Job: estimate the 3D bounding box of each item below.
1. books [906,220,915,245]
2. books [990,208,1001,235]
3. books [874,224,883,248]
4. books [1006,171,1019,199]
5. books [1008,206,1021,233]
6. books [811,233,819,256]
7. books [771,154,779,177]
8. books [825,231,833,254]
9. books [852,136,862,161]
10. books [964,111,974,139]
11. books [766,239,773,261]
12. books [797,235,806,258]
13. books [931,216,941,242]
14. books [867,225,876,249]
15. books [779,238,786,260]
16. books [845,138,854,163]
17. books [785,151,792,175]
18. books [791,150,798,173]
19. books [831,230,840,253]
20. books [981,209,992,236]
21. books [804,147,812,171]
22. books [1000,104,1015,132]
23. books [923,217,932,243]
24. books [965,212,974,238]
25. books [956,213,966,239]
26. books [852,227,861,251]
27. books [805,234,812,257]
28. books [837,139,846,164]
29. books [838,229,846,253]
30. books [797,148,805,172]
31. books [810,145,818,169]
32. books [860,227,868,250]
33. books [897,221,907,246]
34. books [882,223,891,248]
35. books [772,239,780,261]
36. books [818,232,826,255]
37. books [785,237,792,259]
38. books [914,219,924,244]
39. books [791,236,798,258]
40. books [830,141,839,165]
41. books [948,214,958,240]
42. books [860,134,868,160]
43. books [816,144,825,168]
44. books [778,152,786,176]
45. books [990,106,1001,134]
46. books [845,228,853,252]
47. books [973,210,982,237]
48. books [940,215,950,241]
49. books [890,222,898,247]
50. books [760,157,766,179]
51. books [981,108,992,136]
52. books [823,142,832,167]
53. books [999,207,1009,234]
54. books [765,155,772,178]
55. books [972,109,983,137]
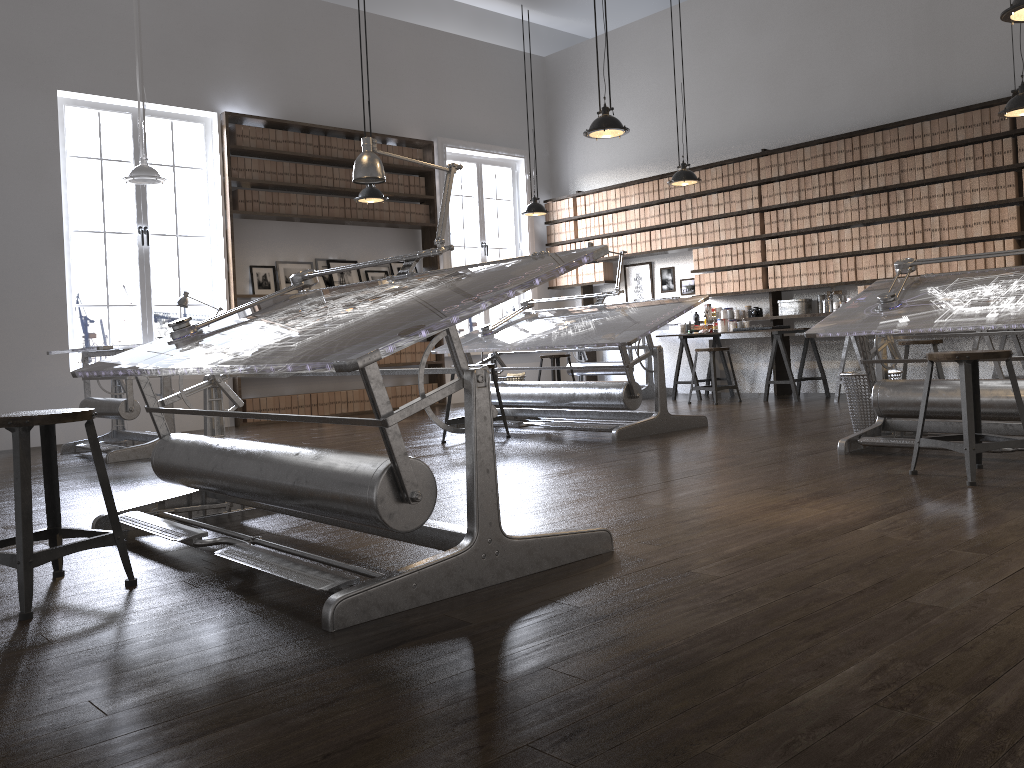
[{"bbox_3d":[3.558,-1.330,7.829,0.175,0.225,0.066,-3,0,-42],"label":"books"},{"bbox_3d":[4.021,-1.331,7.311,0.175,0.226,0.066,-3,0,-42],"label":"books"},{"bbox_3d":[3.366,-1.330,8.038,0.174,0.226,0.066,-3,0,-42],"label":"books"},{"bbox_3d":[4.095,-1.608,7.215,0.175,0.226,0.066,-3,0,-42],"label":"books"},{"bbox_3d":[4.107,-1.331,7.207,0.175,0.226,0.067,-3,0,-42],"label":"books"},{"bbox_3d":[2.950,-1.329,8.499,0.174,0.226,0.066,-3,0,-42],"label":"books"},{"bbox_3d":[2.654,-2.157,8.787,0.175,0.226,0.066,-3,0,-42],"label":"books"},{"bbox_3d":[3.048,-1.329,8.397,0.175,0.226,0.066,-3,0,-42],"label":"books"},{"bbox_3d":[3.215,-2.158,8.163,0.175,0.226,0.067,-3,0,-42],"label":"books"},{"bbox_3d":[3.871,-2.159,7.437,0.175,0.225,0.066,-3,0,-42],"label":"books"},{"bbox_3d":[2.622,-1.329,8.868,0.174,0.226,0.066,-3,0,-42],"label":"books"},{"bbox_3d":[2.852,-1.329,8.607,0.175,0.226,0.067,-3,0,-42],"label":"books"},{"bbox_3d":[3.701,-1.330,7.662,0.174,0.226,0.066,-3,0,-42],"label":"books"},{"bbox_3d":[3.322,-1.330,8.093,0.174,0.226,0.066,-3,0,-42],"label":"books"},{"bbox_3d":[2.716,-1.329,8.758,0.175,0.226,0.067,-3,0,-42],"label":"books"},{"bbox_3d":[3.169,-2.158,8.223,0.175,0.226,0.066,-3,0,-42],"label":"books"},{"bbox_3d":[2.754,-2.158,8.686,0.174,0.226,0.066,-3,0,-42],"label":"books"},{"bbox_3d":[2.799,-2.158,8.633,0.175,0.226,0.066,-3,0,-42],"label":"books"},{"bbox_3d":[3.089,-1.329,8.343,0.175,0.226,0.067,-3,0,-42],"label":"books"},{"bbox_3d":[3.971,-1.331,7.360,0.175,0.226,0.067,-3,0,-42],"label":"books"},{"bbox_3d":[2.893,-2.158,8.526,0.175,0.225,0.066,-3,0,-42],"label":"books"},{"bbox_3d":[4.053,-2.159,7.230,0.174,0.226,0.066,-3,0,-42],"label":"books"},{"bbox_3d":[3.657,-1.330,7.718,0.175,0.226,0.066,-3,0,-42],"label":"books"},{"bbox_3d":[3.887,-1.331,7.459,0.175,0.225,0.066,-3,0,-42],"label":"books"},{"bbox_3d":[3.839,-1.330,7.506,0.175,0.226,0.067,-3,0,-42],"label":"books"},{"bbox_3d":[3.224,-1.329,8.193,0.175,0.226,0.067,-3,0,-42],"label":"books"},{"bbox_3d":[2.906,-1.329,8.555,0.175,0.226,0.066,-3,0,-42],"label":"books"},{"bbox_3d":[3.118,-2.158,8.273,0.174,0.226,0.066,-3,0,-42],"label":"books"},{"bbox_3d":[3.137,-1.330,8.296,0.175,0.225,0.066,-3,0,-42],"label":"books"},{"bbox_3d":[2.843,-2.158,8.578,0.175,0.226,0.067,-3,0,-42],"label":"books"},{"bbox_3d":[2.936,-2.158,8.480,0.175,0.225,0.066,-3,0,-42],"label":"books"},{"bbox_3d":[3.274,-1.330,8.143,0.175,0.226,0.066,-3,0,-42],"label":"books"},{"bbox_3d":[3.505,-1.330,7.884,0.175,0.225,0.066,-3,0,-42],"label":"books"},{"bbox_3d":[3.412,-1.330,7.982,0.175,0.226,0.066,-3,0,-42],"label":"books"},{"bbox_3d":[2.668,-1.329,8.811,0.175,0.226,0.066,-3,0,-42],"label":"books"},{"bbox_3d":[3.001,-1.329,8.450,0.174,0.226,0.066,-3,0,-42],"label":"books"},{"bbox_3d":[2.761,-1.329,8.713,0.175,0.225,0.066,-3,0,-42],"label":"books"},{"bbox_3d":[3.603,-1.330,7.771,0.175,0.226,0.067,-3,0,-42],"label":"books"},{"bbox_3d":[2.807,-1.329,8.666,0.175,0.225,0.066,-3,0,-42],"label":"books"},{"bbox_3d":[3.074,-2.158,8.328,0.174,0.226,0.066,-3,0,-42],"label":"books"},{"bbox_3d":[3.799,-1.331,7.560,0.175,0.226,0.066,-3,0,-42],"label":"books"},{"bbox_3d":[3.268,-2.158,8.112,0.175,0.225,0.066,-3,0,-42],"label":"books"},{"bbox_3d":[2.977,-2.158,8.427,0.175,0.226,0.067,-3,0,-42],"label":"books"},{"bbox_3d":[2.705,-2.158,8.735,0.174,0.226,0.066,-3,0,-42],"label":"books"},{"bbox_3d":[4.009,-2.160,7.285,0.174,0.226,0.066,-3,0,-42],"label":"books"},{"bbox_3d":[3.177,-1.329,8.248,0.175,0.225,0.066,-3,0,-42],"label":"books"},{"bbox_3d":[3.928,-1.330,7.411,0.175,0.225,0.066,-3,0,-42],"label":"books"},{"bbox_3d":[3.751,-1.330,7.613,0.174,0.226,0.066,-3,0,-42],"label":"books"},{"bbox_3d":[3.460,-1.330,7.928,0.175,0.226,0.067,-3,0,-42],"label":"books"},{"bbox_3d":[2.567,-2.157,8.891,0.175,0.225,0.066,-3,0,-42],"label":"books"},{"bbox_3d":[3.962,-2.159,7.338,0.175,0.226,0.066,-3,0,-42],"label":"books"},{"bbox_3d":[3.027,-2.158,8.381,0.175,0.226,0.066,-3,0,-42],"label":"books"},{"bbox_3d":[4.069,-1.331,7.260,0.174,0.226,0.066,-3,0,-42],"label":"books"},{"bbox_3d":[2.605,-2.157,8.841,0.175,0.226,0.067,-3,0,-42],"label":"books"},{"bbox_3d":[3.912,-2.159,7.384,0.175,0.226,0.067,-3,0,-42],"label":"books"}]
